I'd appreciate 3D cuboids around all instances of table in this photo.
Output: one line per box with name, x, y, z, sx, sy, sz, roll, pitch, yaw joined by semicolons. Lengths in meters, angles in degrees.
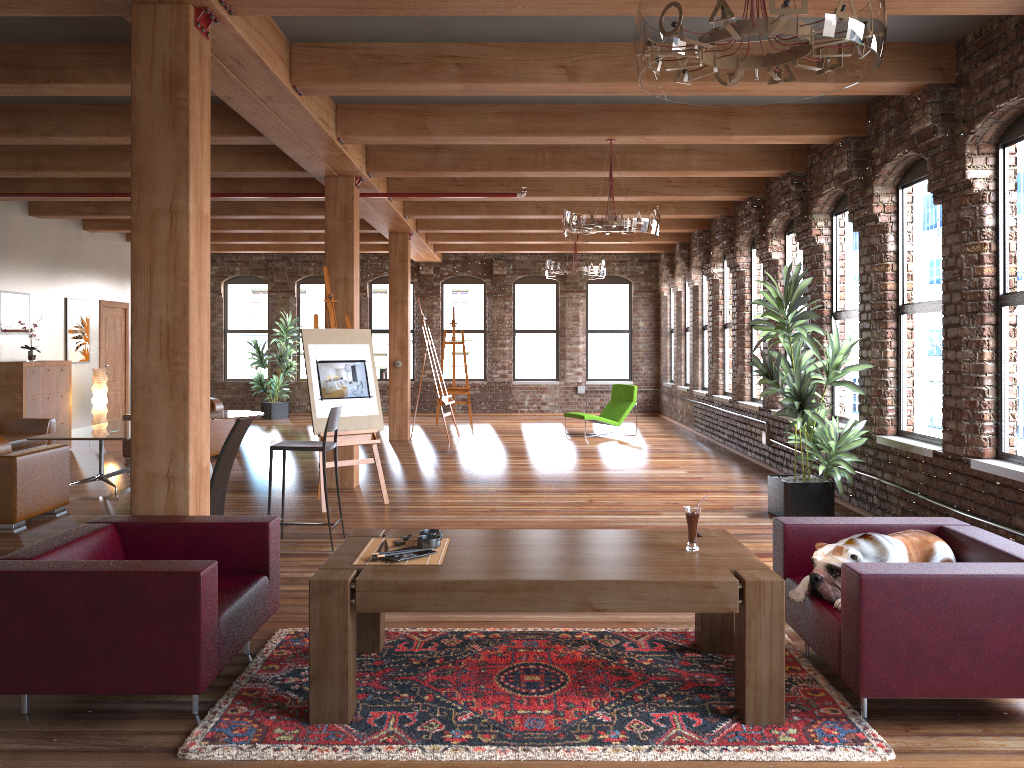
table;-3.356;0.616;7.622;0.787;0.469;1.568;0;2;0
table;0.108;0.817;3.101;1.466;0.461;0.755;0;2;0
table;-1.810;0.569;5.346;0.604;0.774;0.605;0;1;25

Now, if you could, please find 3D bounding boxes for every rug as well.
rug;0.069;1.045;3.094;2.063;0.008;1.126;0;2;0

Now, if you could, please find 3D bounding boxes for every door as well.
door;-5.392;-0.221;11.888;0.189;1.776;0.863;0;0;0

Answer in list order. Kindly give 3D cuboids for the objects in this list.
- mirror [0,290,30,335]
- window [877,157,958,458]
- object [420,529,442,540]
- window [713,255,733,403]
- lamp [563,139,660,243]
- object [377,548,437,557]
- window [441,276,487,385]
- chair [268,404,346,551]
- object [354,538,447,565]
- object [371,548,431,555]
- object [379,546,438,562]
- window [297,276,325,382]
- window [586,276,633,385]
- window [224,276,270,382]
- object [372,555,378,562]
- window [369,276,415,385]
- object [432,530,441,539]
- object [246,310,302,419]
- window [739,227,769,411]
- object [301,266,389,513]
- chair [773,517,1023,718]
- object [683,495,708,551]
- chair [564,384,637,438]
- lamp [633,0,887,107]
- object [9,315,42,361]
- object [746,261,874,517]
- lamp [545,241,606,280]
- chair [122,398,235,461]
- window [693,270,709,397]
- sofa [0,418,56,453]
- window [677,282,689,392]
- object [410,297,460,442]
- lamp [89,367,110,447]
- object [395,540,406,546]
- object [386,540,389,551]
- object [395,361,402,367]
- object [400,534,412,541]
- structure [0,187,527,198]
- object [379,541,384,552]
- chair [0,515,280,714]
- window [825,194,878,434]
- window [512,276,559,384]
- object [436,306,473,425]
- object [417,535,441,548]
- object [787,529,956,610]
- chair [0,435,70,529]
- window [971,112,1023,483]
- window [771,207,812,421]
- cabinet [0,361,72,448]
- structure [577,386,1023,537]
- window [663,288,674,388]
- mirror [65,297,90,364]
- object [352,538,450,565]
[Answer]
mirror;-5.332;-0.759;9.493;0.021;0.459;0.582;0;1;0
window;2.552;-0.513;5.566;0.197;1.856;0.811;0;0;0
object;-0.297;0.559;3.254;0.083;0.036;0.083;1;2;26
window;2.567;-0.726;10.484;0.193;1.856;0.811;0;0;0
lamp;0.692;-1.364;6.184;0.678;0.683;0.678;1;2;43
object;-0.354;0.570;3.007;0.226;0.006;0.006;-2;2;-34
window;-0.823;-0.921;15.131;0.811;1.866;0.185;0;0;0
chair;-1.219;0.543;5.269;0.391;0.822;0.360;0;0;0
object;-0.378;0.585;3.107;0.278;0.002;0.395;0;2;0
object;-0.372;0.569;3.023;0.226;0.006;0.006;-1;1;-26
object;-0.359;0.580;3.010;0.178;0.015;0.129;-2;3;-45
window;-3.282;-0.949;15.197;0.811;1.818;0.072;0;0;0
window;1.656;-0.925;15.124;0.811;1.859;0.183;0;0;0
window;-4.532;-0.949;15.201;0.811;1.818;0.072;0;0;0
object;-0.456;0.582;2.946;0.015;0.017;0.049;0;2;-13
window;-2.051;-0.922;15.136;0.811;1.866;0.185;0;0;0
object;-0.281;0.542;3.135;0.038;0.067;0.115;0;2;-35
object;-3.909;-0.325;14.534;0.905;1.762;0.810;0;0;-22
window;2.565;-0.673;9.255;0.198;1.856;0.811;0;0;0
object;-1.298;-0.003;6.662;0.588;1.794;0.574;0;0;-40
chair;1.399;0.797;3.093;0.725;0.496;0.898;0;2;0
object;0.643;0.488;3.118;0.079;0.194;0.063;0;0;33
chair;1.166;0.342;11.708;0.801;0.667;0.570;-1;1;-25
lamp;0.680;-1.204;2.475;0.678;0.683;0.678;1;2;41
object;-5.168;-0.489;9.475;0.310;0.494;0.250;0;0;-5
object;2.051;0.035;6.185;0.810;1.762;0.905;0;0;13
lamp;0.705;-1.522;9.827;0.678;0.683;0.678;1;1;36
chair;-3.505;0.469;9.355;0.891;0.616;0.696;0;1;10
window;2.573;-0.779;11.711;0.195;1.856;0.811;0;0;0
sofa;-4.858;0.540;7.713;0.797;0.616;2.023;0;2;0
window;2.576;-0.832;12.941;0.194;1.856;0.811;0;0;0
object;-0.996;-0.195;11.118;0.574;1.794;0.554;0;0;10
lamp;-4.816;0.269;10.376;0.227;0.933;0.219;0;0;-45
object;-0.407;0.567;3.191;0.038;0.026;0.128;0;2;-15
object;-0.446;0.578;3.163;0.006;0.006;0.226;0;2;-10
object;-1.408;-0.246;10.959;0.080;0.080;0.051;0;1;0
object;-0.391;0.568;3.266;0.015;0.017;0.049;1;2;42
structure;-2.718;-1.735;8.011;5.704;0.094;0.043;0;0;0
object;-0.462;0.580;3.132;0.006;0.006;0.226;0;2;-4
chair;-1.295;0.795;3.122;0.725;0.496;0.898;0;2;0
window;2.556;-0.566;6.796;0.197;1.856;0.811;0;0;0
window;0.410;-0.925;15.128;0.811;1.859;0.183;0;0;0
object;-0.887;-0.299;13.508;0.554;1.794;0.574;0;0;-5
object;-0.295;0.563;3.155;0.083;0.036;0.083;2;3;38
object;1.296;0.646;3.147;0.632;0.249;0.306;-1;2;-28
chair;-3.629;0.613;6.039;0.891;0.616;0.696;0;1;0
window;2.548;-0.460;4.338;0.197;1.856;0.811;0;0;0
window;2.559;-0.619;8.025;0.194;1.856;0.811;0;0;0
cabinet;-5.163;0.261;9.564;0.351;1.013;0.994;0;1;0
structure;2.445;0.410;9.417;1.368;0.262;11.493;0;2;-7
window;2.581;-0.886;14.192;0.194;1.856;0.811;0;0;0
mirror;-5.327;-0.649;10.881;0.021;0.798;0.582;0;1;0
object;-0.378;0.585;3.107;0.295;0.001;0.393;0;2;0
